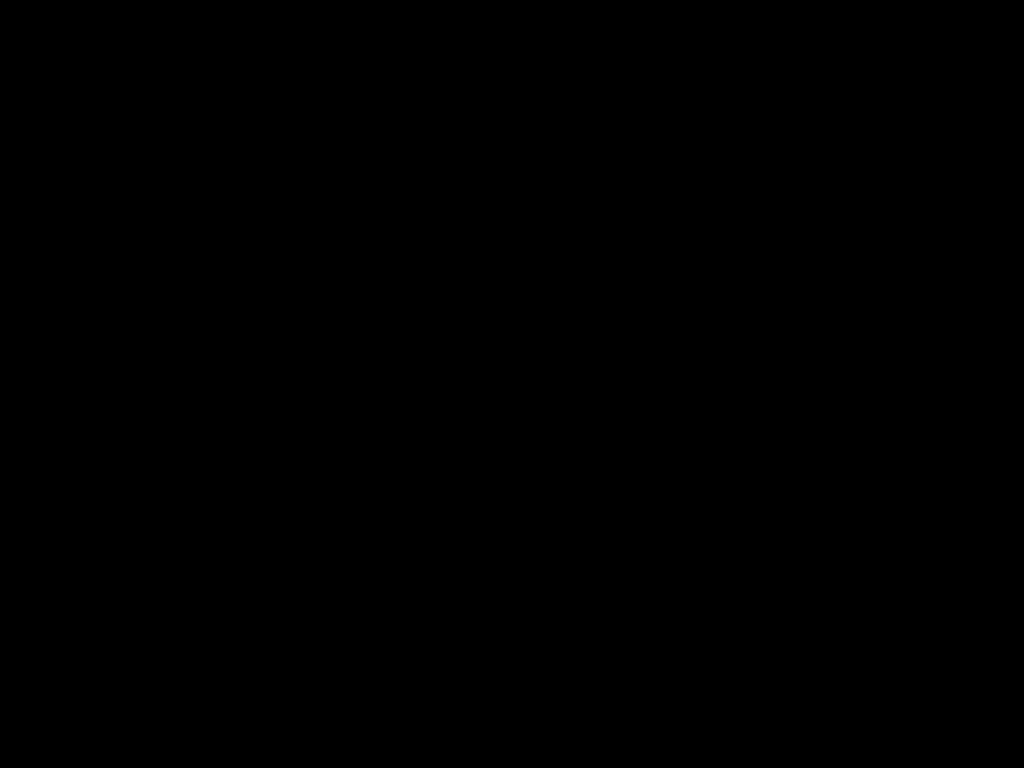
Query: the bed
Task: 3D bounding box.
[{"bbox_3d":[-0.271,-0.312,0.345,2.087,0.994,3.009,-9,-16,36],"label":"bed"}]
